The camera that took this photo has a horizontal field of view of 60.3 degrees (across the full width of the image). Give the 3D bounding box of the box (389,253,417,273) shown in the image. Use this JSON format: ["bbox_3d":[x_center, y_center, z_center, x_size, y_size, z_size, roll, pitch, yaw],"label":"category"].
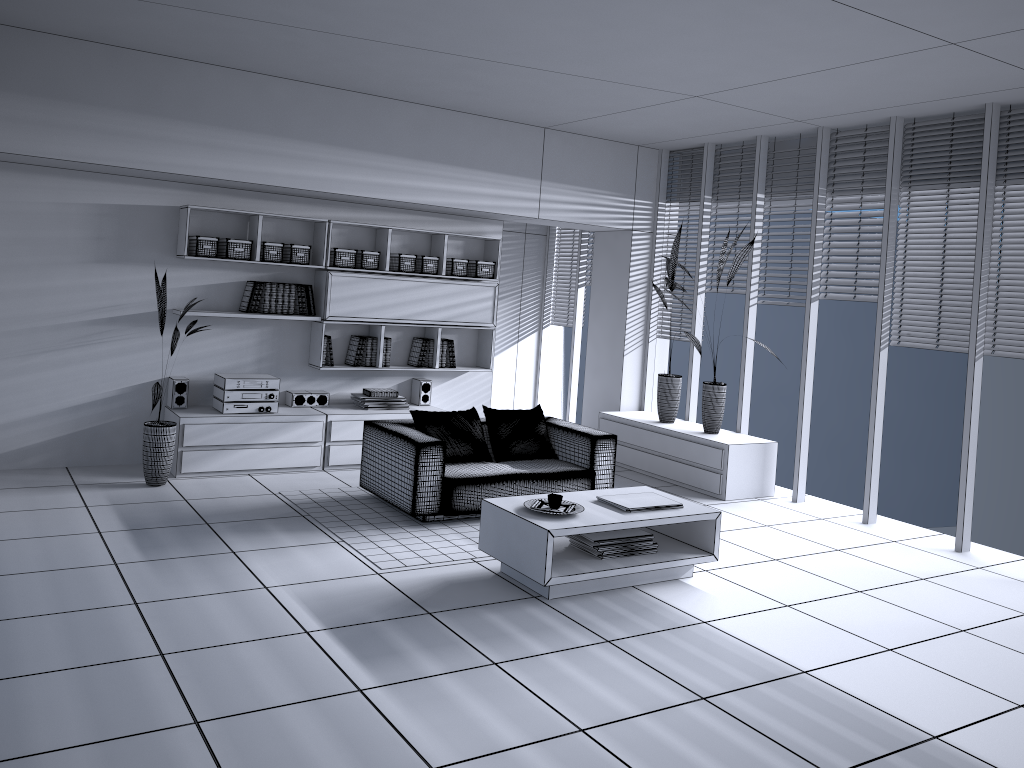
[{"bbox_3d":[-0.986,-1.075,7.837,0.178,0.161,0.283,2,5,-33],"label":"box"}]

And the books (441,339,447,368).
[{"bbox_3d":[-0.669,-0.286,8.107,0.050,0.258,0.209,4,2,-32],"label":"books"}]

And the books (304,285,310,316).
[{"bbox_3d":[-1.749,-0.706,7.396,0.072,0.257,0.209,4,2,-32],"label":"books"}]

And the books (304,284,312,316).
[{"bbox_3d":[-1.739,-0.710,7.421,0.072,0.257,0.209,4,2,-32],"label":"books"}]

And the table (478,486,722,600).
[{"bbox_3d":[0.497,0.876,4.954,1.198,0.388,0.655,0,6,-32],"label":"table"}]

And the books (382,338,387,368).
[{"bbox_3d":[-1.176,-0.286,7.780,0.050,0.258,0.209,4,2,-32],"label":"books"}]

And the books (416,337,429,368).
[{"bbox_3d":[-0.835,-0.287,7.988,0.074,0.259,0.209,4,2,-33],"label":"books"}]

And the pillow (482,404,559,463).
[{"bbox_3d":[0.057,0.363,6.645,0.565,0.397,0.302,1,3,-35],"label":"pillow"}]

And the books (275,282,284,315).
[{"bbox_3d":[-1.946,-0.709,7.274,0.050,0.258,0.209,4,2,-32],"label":"books"}]

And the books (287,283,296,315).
[{"bbox_3d":[-1.861,-0.709,7.333,0.050,0.258,0.209,4,2,-32],"label":"books"}]

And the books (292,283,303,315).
[{"bbox_3d":[-1.806,-0.709,7.366,0.074,0.259,0.209,4,2,-32],"label":"books"}]

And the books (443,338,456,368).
[{"bbox_3d":[-0.587,-0.285,8.157,0.074,0.259,0.209,4,2,-33],"label":"books"}]

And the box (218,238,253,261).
[{"bbox_3d":[-2.219,-1.077,7.054,0.211,0.161,0.283,2,5,-32],"label":"box"}]

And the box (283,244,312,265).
[{"bbox_3d":[-1.800,-1.077,7.320,0.178,0.161,0.283,2,5,-32],"label":"box"}]

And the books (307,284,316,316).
[{"bbox_3d":[-1.706,-0.707,7.412,0.072,0.257,0.209,4,2,-33],"label":"books"}]

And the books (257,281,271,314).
[{"bbox_3d":[-2.037,-0.709,7.223,0.050,0.258,0.209,4,2,-32],"label":"books"}]

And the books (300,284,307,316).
[{"bbox_3d":[-1.779,-0.709,7.382,0.074,0.259,0.209,4,2,-33],"label":"books"}]

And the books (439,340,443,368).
[{"bbox_3d":[-0.709,-0.285,8.077,0.050,0.258,0.209,4,2,-32],"label":"books"}]

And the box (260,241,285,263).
[{"bbox_3d":[-1.991,-1.077,7.199,0.174,0.161,0.283,2,5,-32],"label":"box"}]

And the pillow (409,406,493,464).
[{"bbox_3d":[-0.434,0.385,6.334,0.566,0.388,0.342,1,4,-35],"label":"pillow"}]

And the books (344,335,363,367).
[{"bbox_3d":[-1.372,-0.288,7.647,0.074,0.259,0.209,4,2,-33],"label":"books"}]

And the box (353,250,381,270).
[{"bbox_3d":[-1.280,-1.076,7.650,0.174,0.161,0.283,2,5,-32],"label":"box"}]

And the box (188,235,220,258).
[{"bbox_3d":[-2.425,-1.078,6.924,0.174,0.161,0.283,2,5,-32],"label":"box"}]

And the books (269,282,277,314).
[{"bbox_3d":[-1.993,-0.709,7.251,0.050,0.258,0.209,4,2,-32],"label":"books"}]

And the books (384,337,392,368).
[{"bbox_3d":[-1.136,-0.287,7.811,0.050,0.258,0.209,4,2,-32],"label":"books"}]

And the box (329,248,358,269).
[{"bbox_3d":[-1.472,-1.076,7.528,0.211,0.161,0.283,2,5,-32],"label":"box"}]

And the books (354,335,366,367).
[{"bbox_3d":[-1.345,-0.288,7.664,0.074,0.259,0.209,4,2,-33],"label":"books"}]

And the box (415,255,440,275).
[{"bbox_3d":[-0.798,-1.075,7.957,0.178,0.161,0.283,2,5,-32],"label":"box"}]

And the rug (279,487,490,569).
[{"bbox_3d":[-0.244,0.888,6.126,2.227,0.001,1.812,0,7,-32],"label":"rug"}]

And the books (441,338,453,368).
[{"bbox_3d":[-0.614,-0.285,8.140,0.074,0.259,0.209,4,2,-32],"label":"books"}]

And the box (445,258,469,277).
[{"bbox_3d":[-0.543,-1.075,8.118,0.178,0.161,0.283,2,5,-33],"label":"box"}]

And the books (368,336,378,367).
[{"bbox_3d":[-1.247,-0.288,7.731,0.050,0.258,0.209,4,2,-32],"label":"books"}]

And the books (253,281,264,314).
[{"bbox_3d":[-2.092,-0.709,7.184,0.074,0.259,0.209,4,2,-33],"label":"books"}]

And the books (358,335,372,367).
[{"bbox_3d":[-1.290,-0.288,7.703,0.050,0.258,0.209,4,2,-32],"label":"books"}]

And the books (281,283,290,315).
[{"bbox_3d":[-1.906,-0.709,7.307,0.050,0.258,0.209,4,2,-33],"label":"books"}]

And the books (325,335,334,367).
[{"bbox_3d":[-1.580,-0.287,7.527,0.074,0.259,0.209,4,2,-32],"label":"books"}]

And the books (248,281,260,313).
[{"bbox_3d":[-2.118,-0.709,7.167,0.074,0.259,0.209,4,2,-33],"label":"books"}]

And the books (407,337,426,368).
[{"bbox_3d":[-0.861,-0.287,7.971,0.074,0.259,0.209,4,2,-33],"label":"books"}]

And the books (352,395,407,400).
[{"bbox_3d":[-1.152,0.115,7.678,0.414,0.008,0.287,0,7,-31],"label":"books"}]

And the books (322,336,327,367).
[{"bbox_3d":[-1.635,-0.287,7.494,0.050,0.258,0.209,4,2,-32],"label":"books"}]

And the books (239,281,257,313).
[{"bbox_3d":[-2.143,-0.707,7.146,0.072,0.257,0.209,4,2,-33],"label":"books"}]

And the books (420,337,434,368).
[{"bbox_3d":[-0.780,-0.287,8.027,0.050,0.258,0.209,4,2,-32],"label":"books"}]

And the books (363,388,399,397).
[{"bbox_3d":[-1.142,0.078,7.652,0.258,0.050,0.209,1,7,-27],"label":"books"}]

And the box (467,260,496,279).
[{"bbox_3d":[-0.316,-1.074,8.262,0.216,0.161,0.283,2,5,-32],"label":"box"}]

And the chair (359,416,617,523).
[{"bbox_3d":[-0.146,0.587,6.388,1.645,0.551,0.967,1,6,-32],"label":"chair"}]

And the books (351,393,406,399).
[{"bbox_3d":[-1.170,0.104,7.675,0.414,0.008,0.287,0,7,-31],"label":"books"}]
